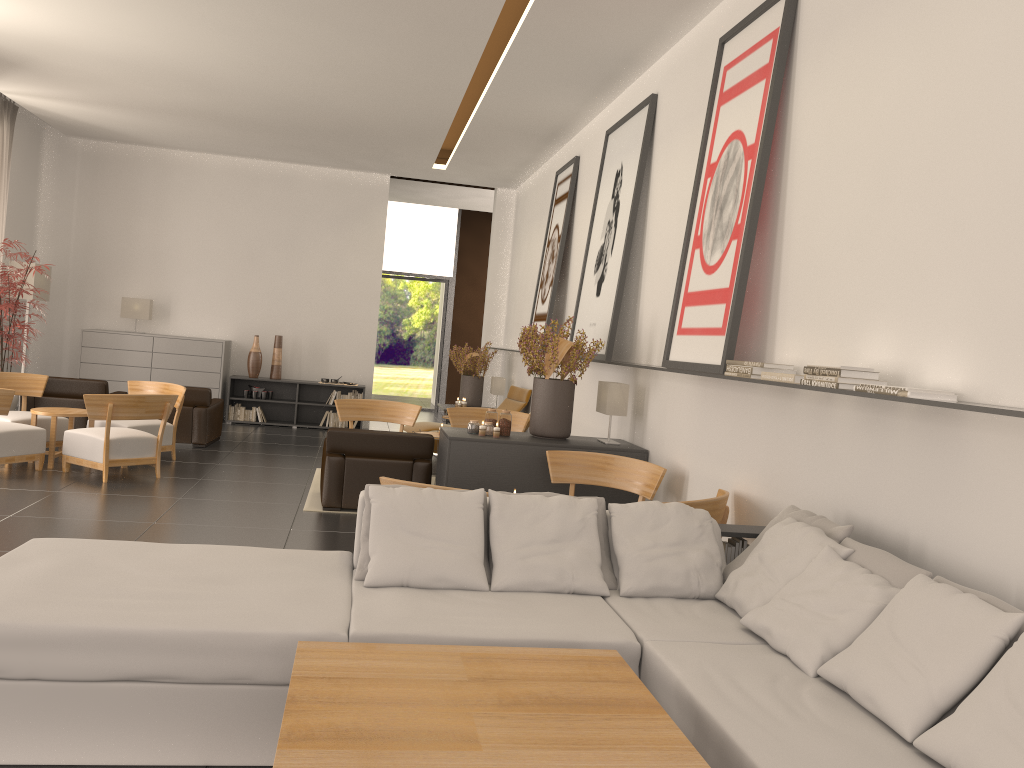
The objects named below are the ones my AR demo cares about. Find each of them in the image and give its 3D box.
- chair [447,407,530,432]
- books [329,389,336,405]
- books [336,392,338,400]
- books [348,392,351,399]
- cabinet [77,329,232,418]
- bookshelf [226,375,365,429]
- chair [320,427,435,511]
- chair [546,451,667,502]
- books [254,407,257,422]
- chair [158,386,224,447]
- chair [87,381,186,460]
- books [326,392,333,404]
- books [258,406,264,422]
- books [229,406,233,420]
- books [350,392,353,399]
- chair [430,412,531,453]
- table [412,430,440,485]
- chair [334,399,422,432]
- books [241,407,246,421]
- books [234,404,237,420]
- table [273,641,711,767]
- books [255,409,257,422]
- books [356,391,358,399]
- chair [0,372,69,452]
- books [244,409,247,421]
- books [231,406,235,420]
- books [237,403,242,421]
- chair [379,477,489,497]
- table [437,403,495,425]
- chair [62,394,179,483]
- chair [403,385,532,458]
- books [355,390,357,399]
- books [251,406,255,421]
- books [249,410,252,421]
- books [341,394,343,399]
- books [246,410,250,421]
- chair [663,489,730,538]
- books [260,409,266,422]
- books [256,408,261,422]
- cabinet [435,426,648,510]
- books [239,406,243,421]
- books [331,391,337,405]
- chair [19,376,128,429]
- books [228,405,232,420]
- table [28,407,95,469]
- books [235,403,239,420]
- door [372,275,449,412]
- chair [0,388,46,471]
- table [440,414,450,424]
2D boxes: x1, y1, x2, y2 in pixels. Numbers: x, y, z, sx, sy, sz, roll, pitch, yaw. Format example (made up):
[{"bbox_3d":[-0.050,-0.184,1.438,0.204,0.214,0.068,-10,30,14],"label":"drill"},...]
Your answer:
[{"bbox_3d":[-0.389,1.055,14.771,1.451,1.226,1.152,5,2,-10],"label":"chair"},{"bbox_3d":[-4.223,0.304,20.825,0.138,0.354,0.236,5,2,-10],"label":"books"},{"bbox_3d":[-4.117,0.336,20.843,0.017,0.305,0.239,5,2,-10],"label":"books"},{"bbox_3d":[-3.840,0.355,20.888,0.054,0.311,0.244,5,2,-10],"label":"books"},{"bbox_3d":[-8.202,-0.194,20.428,3.079,1.875,1.041,5,2,-10],"label":"cabinet"},{"bbox_3d":[-5.050,0.465,20.868,3.079,1.078,0.741,5,2,-10],"label":"bookshelf"},{"bbox_3d":[-1.844,1.120,12.149,1.537,1.075,1.501,5,2,-10],"label":"chair"},{"bbox_3d":[0.815,1.403,9.490,1.453,1.226,1.150,6,2,30],"label":"chair"},{"bbox_3d":[-5.950,0.701,20.536,0.019,0.324,0.254,5,2,-10],"label":"books"},{"bbox_3d":[-6.308,0.533,16.617,1.537,1.075,1.501,5,2,-10],"label":"chair"},{"bbox_3d":[-6.045,0.590,14.323,1.453,1.226,1.150,6,2,30],"label":"chair"},{"bbox_3d":[-4.282,0.330,20.808,0.142,0.289,0.252,5,2,-10],"label":"books"},{"bbox_3d":[-5.823,0.697,20.567,0.138,0.354,0.236,5,2,-10],"label":"books"},{"bbox_3d":[-6.471,0.669,20.460,0.048,0.305,0.226,5,2,-10],"label":"books"},{"bbox_3d":[-3.793,0.355,20.901,0.039,0.318,0.236,5,2,-10],"label":"books"},{"bbox_3d":[-0.633,0.842,16.356,2.421,1.485,1.300,5,2,0],"label":"chair"},{"bbox_3d":[-1.142,1.200,13.630,0.798,0.903,0.797,5,2,13],"label":"table"},{"bbox_3d":[-2.214,0.909,14.453,1.451,1.226,1.152,5,2,-10],"label":"chair"},{"bbox_3d":[-6.208,0.687,20.497,0.054,0.311,0.244,5,2,-10],"label":"books"},{"bbox_3d":[-6.385,0.649,20.482,0.039,0.357,0.210,5,2,-10],"label":"books"},{"bbox_3d":[-0.150,1.769,3.647,1.600,0.840,1.601,5,2,-10],"label":"table"},{"bbox_3d":[-5.932,0.712,20.547,0.017,0.305,0.239,5,2,-10],"label":"books"},{"bbox_3d":[-3.665,0.345,20.935,0.039,0.357,0.210,5,2,-10],"label":"books"},{"bbox_3d":[-7.685,0.471,13.766,1.151,1.226,1.451,6,2,25],"label":"chair"},{"bbox_3d":[-6.163,0.720,20.545,0.054,0.249,0.167,5,2,-10],"label":"books"},{"bbox_3d":[-6.424,0.669,20.458,0.039,0.312,0.246,5,2,-10],"label":"books"},{"bbox_3d":[-6.293,0.644,20.486,0.039,0.384,0.233,5,2,-10],"label":"books"},{"bbox_3d":[-0.357,1.395,7.341,1.452,1.226,1.151,6,2,15],"label":"chair"},{"bbox_3d":[-0.863,0.981,20.124,1.600,0.840,1.601,5,2,-10],"label":"table"},{"bbox_3d":[-5.624,0.700,12.671,1.152,1.226,1.451,6,2,35],"label":"chair"},{"bbox_3d":[-0.946,0.734,18.184,2.420,1.485,1.301,4,2,-20],"label":"chair"},{"bbox_3d":[-3.698,0.328,20.924,0.029,0.385,0.220,5,2,-10],"label":"books"},{"bbox_3d":[-5.993,0.694,20.563,0.054,0.328,0.187,5,2,-10],"label":"books"},{"bbox_3d":[-6.053,0.729,20.564,0.054,0.249,0.167,5,2,-10],"label":"books"},{"bbox_3d":[-4.013,0.370,20.899,0.054,0.249,0.167,5,2,-10],"label":"books"},{"bbox_3d":[-6.108,0.725,20.554,0.054,0.249,0.167,5,2,-10],"label":"books"},{"bbox_3d":[1.236,1.513,7.838,1.152,1.226,1.451,6,2,35],"label":"chair"},{"bbox_3d":[-5.766,0.733,20.570,0.142,0.289,0.252,5,2,-10],"label":"books"},{"bbox_3d":[-5.859,0.711,20.553,0.130,0.322,0.252,5,2,-10],"label":"books"},{"bbox_3d":[0.303,1.284,10.989,2.399,1.239,1.121,5,2,-10],"label":"cabinet"},{"bbox_3d":[-6.256,0.680,20.492,0.039,0.318,0.236,5,2,-10],"label":"books"},{"bbox_3d":[-4.187,0.323,20.824,0.130,0.322,0.252,5,2,-10],"label":"books"},{"bbox_3d":[-8.063,0.393,16.311,1.537,1.075,1.501,5,2,-10],"label":"chair"},{"bbox_3d":[-6.503,0.650,20.440,0.022,0.338,0.253,5,2,-10],"label":"books"},{"bbox_3d":[-6.700,0.794,13.198,0.870,0.802,0.870,5,2,13],"label":"table"},{"bbox_3d":[-6.348,0.638,20.483,0.029,0.385,0.220,5,2,-10],"label":"books"},{"bbox_3d":[-3.390,-1.313,28.549,2.377,4.267,0.100,5,1,5],"label":"door"},{"bbox_3d":[-7.217,0.582,12.175,1.452,1.226,1.151,6,2,15],"label":"chair"},{"bbox_3d":[-0.995,1.070,17.193,0.797,0.903,0.798,4,2,-32],"label":"table"}]
